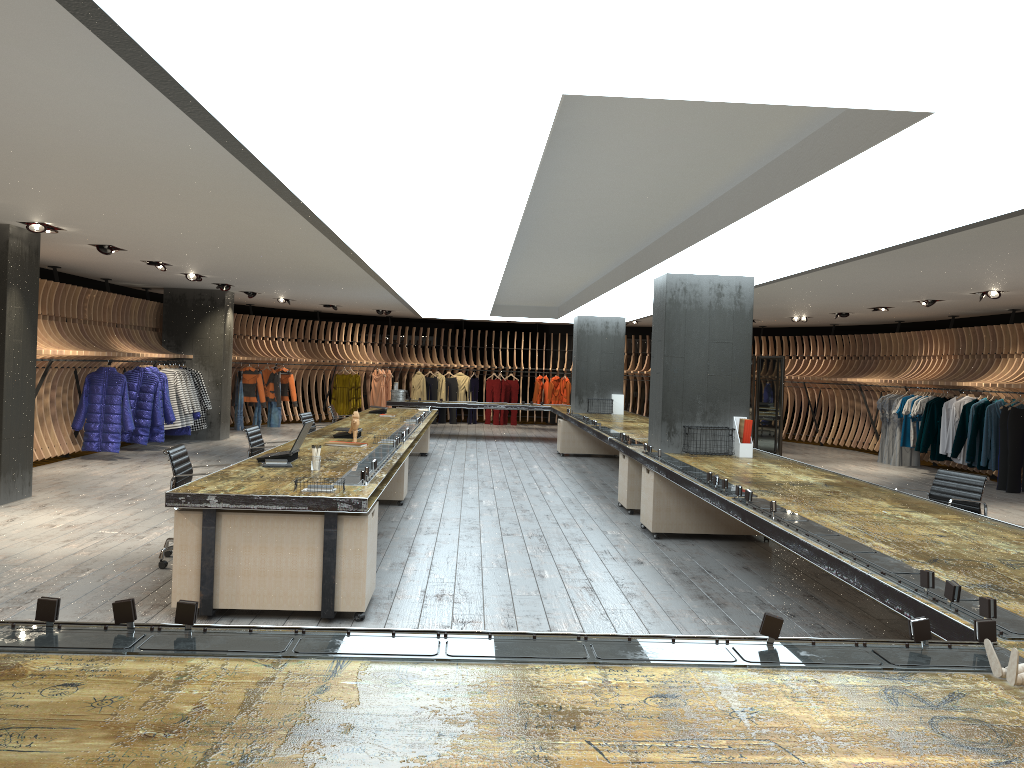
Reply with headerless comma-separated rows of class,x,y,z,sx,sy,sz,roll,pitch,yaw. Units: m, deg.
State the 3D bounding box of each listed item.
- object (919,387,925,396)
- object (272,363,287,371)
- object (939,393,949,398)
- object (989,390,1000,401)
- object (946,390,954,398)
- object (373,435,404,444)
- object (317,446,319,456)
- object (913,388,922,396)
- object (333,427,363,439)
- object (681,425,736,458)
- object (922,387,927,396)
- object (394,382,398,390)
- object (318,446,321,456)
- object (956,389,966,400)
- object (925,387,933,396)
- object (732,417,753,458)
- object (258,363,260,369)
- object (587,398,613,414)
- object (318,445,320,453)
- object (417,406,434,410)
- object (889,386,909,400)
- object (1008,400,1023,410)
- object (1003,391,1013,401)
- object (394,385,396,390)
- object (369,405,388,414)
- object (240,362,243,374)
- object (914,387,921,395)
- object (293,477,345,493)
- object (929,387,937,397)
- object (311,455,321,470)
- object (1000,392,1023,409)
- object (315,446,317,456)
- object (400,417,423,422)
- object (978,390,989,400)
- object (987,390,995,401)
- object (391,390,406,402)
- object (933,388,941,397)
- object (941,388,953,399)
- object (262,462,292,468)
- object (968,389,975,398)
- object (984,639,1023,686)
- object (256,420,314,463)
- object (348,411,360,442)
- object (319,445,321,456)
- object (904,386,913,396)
object,7.240,0.190,15.598,0.525,0.270,0.012,2,0,2
object,-5.322,-0.351,19.978,0.549,0.243,0.023,2,0,-26
object,7.274,0.206,14.936,0.525,0.270,0.012,2,0,-3
object,7.351,0.233,13.472,0.525,0.270,0.012,2,0,-3
object,7.282,0.210,14.726,0.525,0.270,0.012,2,0,2
object,-1.219,0.554,8.778,0.302,0.074,0.217,2,1,-8
object,-1.404,0.528,6.389,0.030,0.170,0.007,2,0,18
object,7.240,0.185,15.839,0.525,0.270,0.012,2,0,22
object,-1.715,0.513,9.263,0.262,0.088,0.373,2,1,-3
object,1.928,0.563,8.690,0.459,0.289,0.330,2,1,-5
object,7.267,0.198,15.512,0.523,0.290,0.013,2,0,-8
object,-2.333,0.069,18.493,0.262,0.204,0.088,2,0,-4
object,-1.397,0.528,6.396,0.030,0.170,0.007,2,0,-9
object,7.301,0.210,14.353,0.525,0.270,0.012,2,0,2
object,7.262,0.202,15.407,0.524,0.285,0.013,2,0,-8
object,2.282,0.523,8.762,0.129,0.383,0.240,2,0,-3
object,-5.560,-0.349,19.433,0.023,0.243,0.549,2,1,-6
object,1.602,0.410,16.086,0.459,0.289,0.329,2,1,0
object,-1.403,0.528,6.423,0.007,0.170,0.030,2,0,1
object,-1.514,0.418,15.370,0.302,0.074,0.217,2,1,-8
object,7.202,0.174,16.318,0.525,0.270,0.012,2,0,12
object,7.366,0.249,12.669,0.525,0.270,0.012,2,0,2
object,7.349,0.238,13.148,0.525,0.270,0.012,2,0,7
object,-2.433,0.073,18.402,0.062,0.109,0.062,2,0,-37
object,-2.084,0.401,13.819,0.261,0.111,0.373,2,1,-3
object,-5.756,-0.345,18.860,0.023,0.243,0.549,2,1,-21
object,7.207,0.193,15.704,0.523,0.288,0.015,2,0,7
object,-1.169,0.620,5.403,0.302,0.074,0.217,2,1,-8
object,7.253,0.193,15.293,0.525,0.270,0.012,2,0,-18
object,-1.416,0.572,6.407,0.061,0.111,0.061,2,0,31
object,7.369,0.246,12.850,0.525,0.270,0.012,2,0,22
object,-1.413,0.528,6.385,0.030,0.170,0.007,2,0,45
object,-1.358,0.486,11.994,0.302,0.071,0.209,2,1,-8
object,7.323,0.226,13.786,0.525,0.270,0.012,2,0,2
object,7.328,0.229,13.582,0.525,0.270,0.012,2,0,-3
object,-2.379,0.245,18.546,0.303,0.239,0.498,2,1,-2
object,7.245,0.207,15.120,0.524,0.284,0.014,2,0,7
object,7.290,0.208,14.854,0.525,0.270,0.012,2,0,-3
object,-1.741,0.598,6.567,0.213,0.019,0.219,2,1,-18
object,7.312,0.215,14.119,0.525,0.270,0.012,2,0,-3
object,1.549,0.602,2.410,0.431,0.429,0.195,2,0,-7
object,-1.765,0.442,6.924,0.365,0.316,0.373,2,1,-3
object,-1.541,0.423,8.732,0.097,0.300,0.320,2,1,-19
object,-1.395,0.528,6.406,0.030,0.170,0.007,2,0,-36
object,7.229,0.178,16.146,0.525,0.270,0.012,2,0,-18
